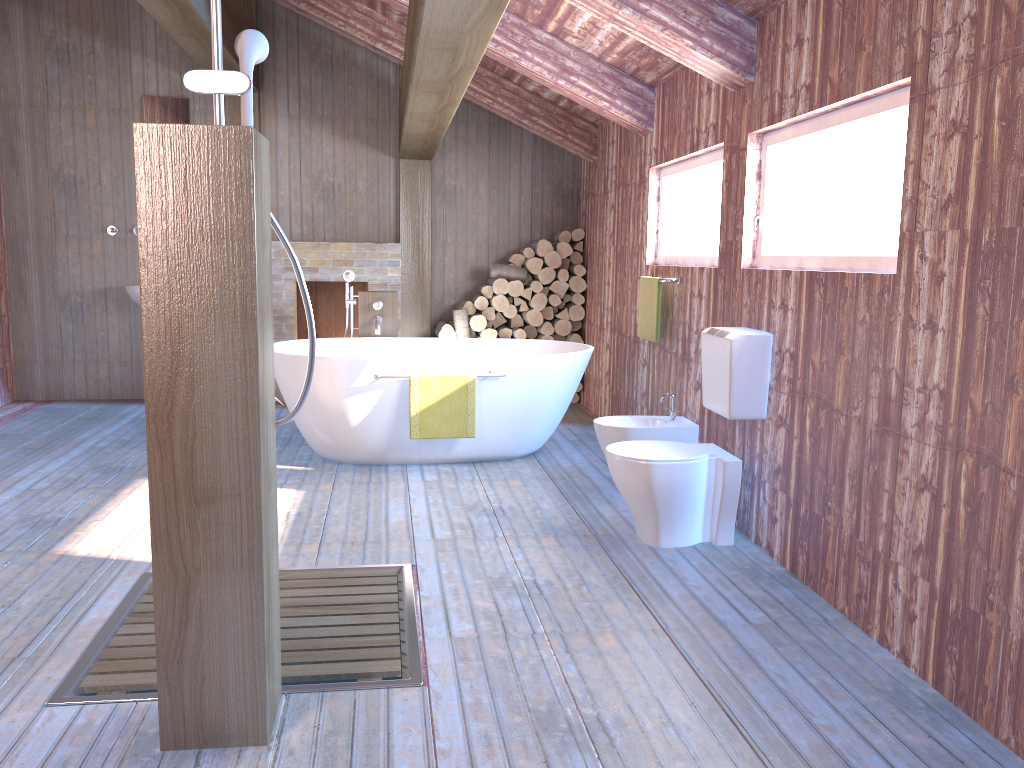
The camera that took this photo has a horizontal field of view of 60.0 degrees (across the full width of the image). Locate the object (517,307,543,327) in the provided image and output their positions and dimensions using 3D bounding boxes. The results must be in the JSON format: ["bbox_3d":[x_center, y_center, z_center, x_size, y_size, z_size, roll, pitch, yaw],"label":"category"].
[{"bbox_3d":[0.147,-0.566,7.373,0.141,0.143,0.437,-1,8,-10],"label":"object"}]

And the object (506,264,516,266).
[{"bbox_3d":[-0.030,-0.938,7.392,0.113,0.130,0.291,0,8,-7],"label":"object"}]

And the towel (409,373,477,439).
[{"bbox_3d":[-0.379,0.122,4.883,0.370,0.361,0.032,-1,8,-12],"label":"towel"}]

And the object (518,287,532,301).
[{"bbox_3d":[0.082,-0.745,7.335,0.109,0.124,0.424,0,8,-9],"label":"object"}]

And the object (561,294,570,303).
[{"bbox_3d":[0.446,-0.727,7.438,0.088,0.092,0.280,0,8,-7],"label":"object"}]

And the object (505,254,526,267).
[{"bbox_3d":[0.024,-1.022,7.389,0.140,0.121,0.319,0,8,-6],"label":"object"}]

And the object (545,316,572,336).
[{"bbox_3d":[0.384,-0.487,7.426,0.137,0.133,0.437,-1,8,-10],"label":"object"}]

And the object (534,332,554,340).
[{"bbox_3d":[0.265,-0.365,7.389,0.116,0.117,0.289,-1,8,-10],"label":"object"}]

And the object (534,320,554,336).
[{"bbox_3d":[0.264,-0.473,7.378,0.114,0.113,0.301,-1,8,-10],"label":"object"}]

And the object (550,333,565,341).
[{"bbox_3d":[0.358,-0.385,7.532,0.118,0.106,0.319,-1,8,-10],"label":"object"}]

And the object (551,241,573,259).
[{"bbox_3d":[0.397,-1.108,7.352,0.133,0.142,0.456,0,8,-7],"label":"object"}]

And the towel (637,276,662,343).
[{"bbox_3d":[0.790,-0.433,5.089,0.032,0.361,0.370,0,8,-8],"label":"towel"}]

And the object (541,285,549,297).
[{"bbox_3d":[0.248,-0.766,7.337,0.095,0.090,0.278,0,8,-7],"label":"object"}]

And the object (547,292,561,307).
[{"bbox_3d":[0.319,-0.711,7.375,0.102,0.109,0.438,0,8,-8],"label":"object"}]

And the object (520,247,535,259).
[{"bbox_3d":[0.125,-1.077,7.286,0.094,0.097,0.227,0,8,-7],"label":"object"}]

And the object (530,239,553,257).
[{"bbox_3d":[0.240,-1.122,7.326,0.135,0.139,0.456,0,8,-7],"label":"object"}]

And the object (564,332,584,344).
[{"bbox_3d":[0.483,-0.376,7.470,0.139,0.137,0.455,-1,8,-10],"label":"object"}]

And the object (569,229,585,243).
[{"bbox_3d":[0.522,-1.231,7.369,0.112,0.113,0.271,0,8,-8],"label":"object"}]

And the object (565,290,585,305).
[{"bbox_3d":[0.513,-0.722,7.403,0.102,0.109,0.438,0,8,-8],"label":"object"}]

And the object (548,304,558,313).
[{"bbox_3d":[0.333,-0.627,7.378,0.065,0.069,0.177,0,8,-9],"label":"object"}]

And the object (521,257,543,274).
[{"bbox_3d":[0.152,-0.985,7.333,0.139,0.148,0.458,0,8,-8],"label":"object"}]

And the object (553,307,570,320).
[{"bbox_3d":[0.387,-0.602,7.403,0.115,0.112,0.423,0,8,-8],"label":"object"}]

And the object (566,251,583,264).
[{"bbox_3d":[0.514,-1.051,7.393,0.107,0.115,0.269,0,8,-7],"label":"object"}]

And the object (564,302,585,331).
[{"bbox_3d":[0.498,-0.558,7.435,0.137,0.256,0.439,0,8,-8],"label":"object"}]

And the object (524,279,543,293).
[{"bbox_3d":[0.172,-0.816,7.337,0.102,0.109,0.438,0,8,-8],"label":"object"}]

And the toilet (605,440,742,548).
[{"bbox_3d":[0.664,0.476,3.833,0.534,0.400,0.375,0,8,-7],"label":"toilet"}]

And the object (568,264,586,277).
[{"bbox_3d":[0.521,-0.951,7.371,0.102,0.109,0.438,0,8,-8],"label":"object"}]

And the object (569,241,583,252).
[{"bbox_3d":[0.522,-1.149,7.396,0.081,0.100,0.281,0,8,-8],"label":"object"}]

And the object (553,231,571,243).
[{"bbox_3d":[0.416,-1.207,7.356,0.104,0.121,0.270,0,8,-7],"label":"object"}]

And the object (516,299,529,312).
[{"bbox_3d":[0.085,-0.657,7.355,0.085,0.096,0.280,0,8,-7],"label":"object"}]

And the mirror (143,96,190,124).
[{"bbox_3d":[-2.728,-1.665,7.057,0.350,1.199,0.009,0,8,-8],"label":"mirror"}]

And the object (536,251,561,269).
[{"bbox_3d":[0.292,-1.029,7.329,0.141,0.143,0.437,-1,8,-10],"label":"object"}]

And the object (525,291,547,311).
[{"bbox_3d":[0.191,-0.689,7.362,0.136,0.157,0.439,0,8,-7],"label":"object"}]

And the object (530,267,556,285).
[{"bbox_3d":[0.251,-0.894,7.342,0.143,0.151,0.440,0,8,-8],"label":"object"}]

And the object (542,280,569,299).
[{"bbox_3d":[0.352,-0.795,7.399,0.172,0.151,0.482,0,8,-7],"label":"object"}]

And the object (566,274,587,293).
[{"bbox_3d":[0.506,-0.840,7.389,0.147,0.152,0.439,0,8,-8],"label":"object"}]

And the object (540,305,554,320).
[{"bbox_3d":[0.264,-0.600,7.371,0.111,0.118,0.302,0,8,-9],"label":"object"}]

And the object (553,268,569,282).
[{"bbox_3d":[0.389,-0.907,7.358,0.089,0.106,0.437,0,8,-7],"label":"object"}]

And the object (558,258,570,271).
[{"bbox_3d":[0.398,-1.005,7.449,0.132,0.119,0.319,0,8,-7],"label":"object"}]

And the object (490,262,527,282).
[{"bbox_3d":[-0.028,-0.905,7.196,0.302,0.157,0.121,0,8,-7],"label":"object"}]
